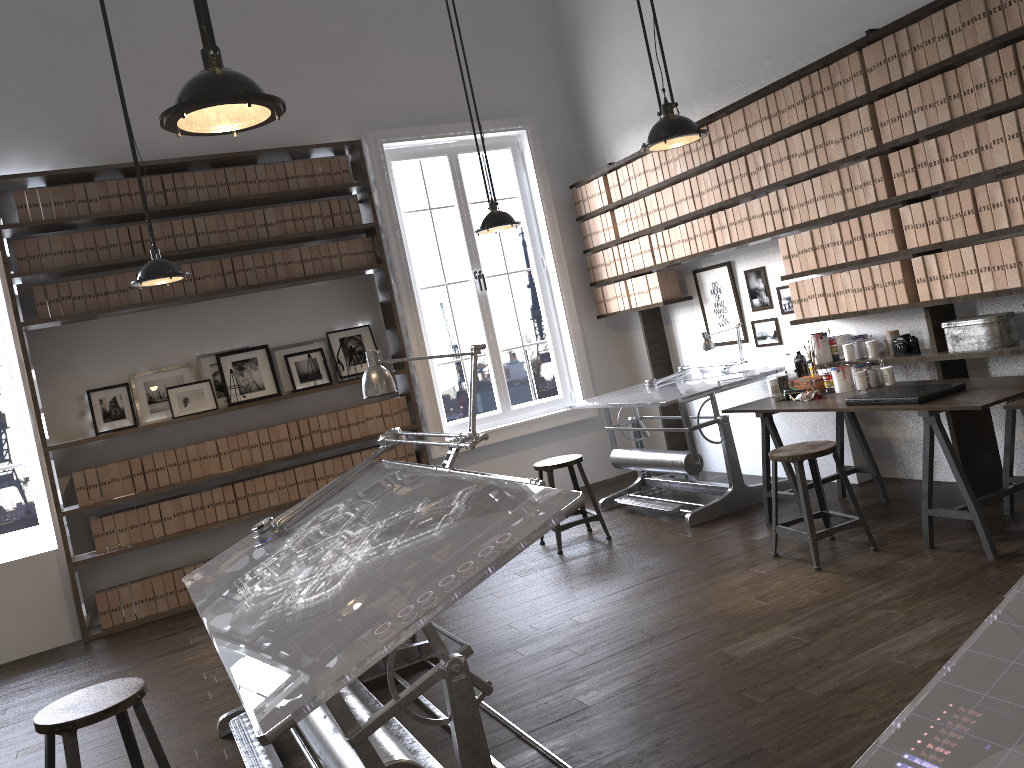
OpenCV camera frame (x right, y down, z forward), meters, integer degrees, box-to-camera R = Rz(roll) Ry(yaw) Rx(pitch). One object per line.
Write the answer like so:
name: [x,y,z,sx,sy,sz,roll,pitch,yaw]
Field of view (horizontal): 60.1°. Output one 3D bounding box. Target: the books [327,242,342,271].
books: [-1.342,-0.933,6.622,0.067,0.225,0.174,-12,1,-25]

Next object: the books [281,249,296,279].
books: [-1.649,-0.860,6.477,0.067,0.225,0.174,-12,1,-25]

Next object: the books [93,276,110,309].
books: [-2.756,-0.596,5.949,0.067,0.225,0.174,-12,1,-25]

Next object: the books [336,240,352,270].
books: [-1.277,-0.948,6.649,0.067,0.225,0.174,-12,1,-25]

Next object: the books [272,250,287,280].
books: [-1.706,-0.846,6.444,0.067,0.226,0.174,-12,1,-25]

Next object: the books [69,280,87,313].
books: [-2.880,-0.566,5.886,0.067,0.225,0.174,-12,1,-25]

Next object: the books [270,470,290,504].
books: [-1.659,0.736,6.325,0.067,0.225,0.174,-12,1,-25]

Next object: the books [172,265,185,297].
books: [-2.330,-0.697,6.150,0.067,0.225,0.174,-12,1,-25]

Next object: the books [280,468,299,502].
books: [-1.596,0.721,6.353,0.067,0.225,0.174,-12,1,-25]

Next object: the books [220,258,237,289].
books: [-2.021,-0.771,6.295,0.067,0.226,0.174,-12,1,-25]

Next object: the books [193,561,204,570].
books: [-2.119,1.341,6.059,0.067,0.225,0.174,-12,1,-25]

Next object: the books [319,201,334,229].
books: [-1.405,-1.238,6.625,0.067,0.225,0.174,-12,1,-25]

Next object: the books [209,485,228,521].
books: [-2.036,0.826,6.140,0.067,0.225,0.174,-12,1,-25]

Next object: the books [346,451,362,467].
books: [-1.158,0.616,6.558,0.067,0.226,0.174,-12,1,-25]

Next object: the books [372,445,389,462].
books: [-0.979,0.574,6.643,0.067,0.226,0.174,-12,1,-25]

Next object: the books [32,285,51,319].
books: [-3.077,-0.519,5.797,0.067,0.225,0.174,-12,1,-25]

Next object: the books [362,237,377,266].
books: [-1.102,-0.990,6.739,0.067,0.225,0.174,-12,1,-25]

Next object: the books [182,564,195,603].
books: [-2.180,1.355,6.025,0.067,0.225,0.174,-12,1,-25]

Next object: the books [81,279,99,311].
books: [-2.819,-0.581,5.919,0.067,0.225,0.174,-12,1,-25]

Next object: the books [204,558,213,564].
books: [-2.050,1.324,6.086,0.067,0.226,0.174,-12,1,-25]

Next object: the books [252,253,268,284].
books: [-1.831,-0.816,6.391,0.067,0.225,0.174,-12,1,-25]

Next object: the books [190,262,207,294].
books: [-2.200,-0.728,6.208,0.067,0.226,0.174,-12,1,-25]

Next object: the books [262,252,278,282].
books: [-1.768,-0.831,6.421,0.067,0.225,0.174,-12,1,-25]

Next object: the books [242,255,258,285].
books: [-1.892,-0.802,6.358,0.067,0.225,0.174,-12,1,-25]

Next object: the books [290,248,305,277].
books: [-1.592,-0.873,6.502,0.067,0.225,0.174,-12,1,-25]

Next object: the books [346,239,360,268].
books: [-1.218,-0.962,6.677,0.067,0.226,0.174,-12,1,-25]

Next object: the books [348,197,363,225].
books: [-1.205,-1.286,6.718,0.067,0.225,0.174,-12,1,-25]

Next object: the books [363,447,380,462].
books: [-1.040,0.588,6.619,0.067,0.225,0.174,-12,1,-25]

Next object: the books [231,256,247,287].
books: [-1.957,-0.786,6.332,0.067,0.225,0.174,-12,1,-25]

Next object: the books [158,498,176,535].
books: [-2.337,0.898,5.997,0.067,0.225,0.174,-12,1,-25]

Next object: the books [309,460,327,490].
books: [-1.408,0.676,6.437,0.067,0.225,0.174,-12,1,-25]

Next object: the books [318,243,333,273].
books: [-1.406,-0.918,6.596,0.067,0.225,0.174,-12,1,-25]

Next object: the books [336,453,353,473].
books: [-1.222,0.632,6.532,0.067,0.225,0.174,-12,1,-25]

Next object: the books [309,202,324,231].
books: [-1.466,-1.224,6.591,0.067,0.225,0.174,-12,1,-25]

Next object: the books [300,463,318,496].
books: [-1.472,0.691,6.407,0.067,0.226,0.174,-12,1,-25]

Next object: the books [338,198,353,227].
books: [-1.273,-1.270,6.688,0.067,0.225,0.174,-12,1,-25]

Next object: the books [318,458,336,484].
books: [-1.345,0.661,6.471,0.067,0.225,0.174,-12,1,-25]

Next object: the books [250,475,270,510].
books: [-1.782,0.765,6.259,0.067,0.225,0.174,-12,1,-25]

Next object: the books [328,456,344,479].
books: [-1.285,0.646,6.504,0.067,0.225,0.174,-12,1,-25]

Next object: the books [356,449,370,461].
books: [-1.095,0.601,6.591,0.067,0.225,0.174,-12,1,-25]

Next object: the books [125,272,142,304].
books: [-2.580,-0.637,6.030,0.067,0.225,0.174,-12,1,-25]

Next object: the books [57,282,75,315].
books: [-2.945,-0.551,5.860,0.067,0.225,0.174,-12,1,-25]

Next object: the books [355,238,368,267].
books: [-1.164,-0.976,6.708,0.067,0.225,0.174,-12,1,-25]

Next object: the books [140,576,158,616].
books: [-2.425,1.414,5.911,0.067,0.225,0.174,-12,1,-25]

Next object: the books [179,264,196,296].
books: [-2.264,-0.713,6.177,0.067,0.225,0.174,-12,1,-25]

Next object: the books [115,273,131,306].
books: [-2.636,-0.624,6.005,0.067,0.225,0.174,-12,1,-25]

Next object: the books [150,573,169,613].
books: [-2.364,1.400,5.935,0.067,0.226,0.174,-12,1,-25]

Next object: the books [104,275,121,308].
books: [-2.694,-0.610,5.973,0.067,0.226,0.174,-12,1,-25]

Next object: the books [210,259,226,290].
books: [-2.089,-0.755,6.269,0.067,0.225,0.174,-12,1,-25]

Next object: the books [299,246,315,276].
books: [-1.527,-0.889,6.531,0.067,0.226,0.174,-12,1,-25]

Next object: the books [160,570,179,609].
books: [-2.307,1.386,5.968,0.067,0.225,0.174,-12,1,-25]

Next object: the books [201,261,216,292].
books: [-2.146,-0.741,6.239,0.067,0.225,0.174,-12,1,-25]

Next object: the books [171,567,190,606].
books: [-2.244,1.371,5.998,0.067,0.225,0.174,-12,1,-25]

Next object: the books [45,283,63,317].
books: [-3.009,-0.535,5.823,0.067,0.226,0.174,-12,1,-25]

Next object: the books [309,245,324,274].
books: [-1.467,-0.903,6.564,0.067,0.225,0.174,-12,1,-25]

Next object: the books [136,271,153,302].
books: [-2.515,-0.653,6.059,0.067,0.226,0.174,-12,1,-25]

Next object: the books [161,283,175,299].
books: [-2.393,-0.682,6.124,0.067,0.225,0.174,-12,1,-25]

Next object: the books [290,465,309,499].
books: [-1.530,0.705,6.384,0.067,0.225,0.174,-12,1,-25]

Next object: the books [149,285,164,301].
books: [-2.454,-0.668,6.093,0.067,0.225,0.174,-12,1,-25]
